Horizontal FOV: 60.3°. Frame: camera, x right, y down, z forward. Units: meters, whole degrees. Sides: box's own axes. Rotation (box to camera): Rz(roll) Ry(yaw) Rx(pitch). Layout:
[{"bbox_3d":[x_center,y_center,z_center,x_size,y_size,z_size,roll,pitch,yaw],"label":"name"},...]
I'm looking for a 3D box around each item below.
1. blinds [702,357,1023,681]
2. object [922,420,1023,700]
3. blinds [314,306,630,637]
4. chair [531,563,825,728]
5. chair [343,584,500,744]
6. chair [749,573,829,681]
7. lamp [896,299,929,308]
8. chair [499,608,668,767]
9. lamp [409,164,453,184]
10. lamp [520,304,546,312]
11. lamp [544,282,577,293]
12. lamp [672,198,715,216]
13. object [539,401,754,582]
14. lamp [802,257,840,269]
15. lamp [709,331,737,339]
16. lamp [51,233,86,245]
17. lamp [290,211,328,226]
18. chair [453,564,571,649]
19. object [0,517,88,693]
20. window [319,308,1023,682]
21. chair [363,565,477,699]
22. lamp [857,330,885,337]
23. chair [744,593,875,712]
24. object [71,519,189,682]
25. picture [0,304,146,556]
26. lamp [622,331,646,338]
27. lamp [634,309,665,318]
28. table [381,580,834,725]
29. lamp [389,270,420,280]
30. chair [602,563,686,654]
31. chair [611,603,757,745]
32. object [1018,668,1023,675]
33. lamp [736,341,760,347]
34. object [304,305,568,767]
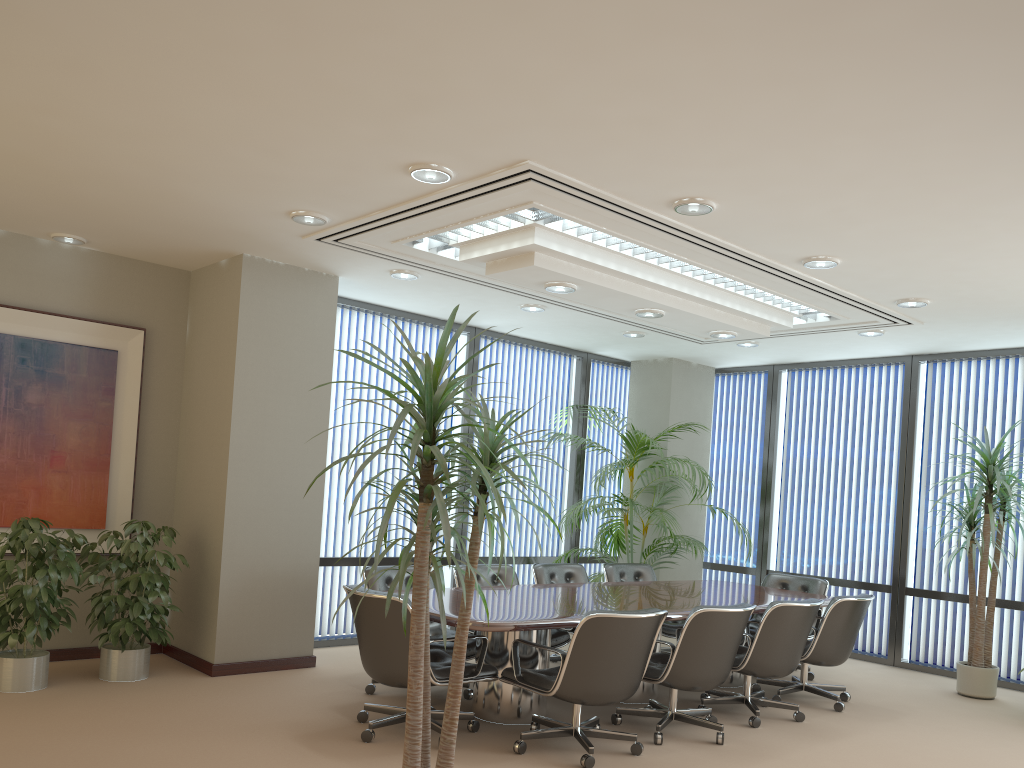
[{"bbox_3d":[3.659,1.255,8.917,0.051,2.898,4.929,4,-4,-42],"label":"blinds"},{"bbox_3d":[3.965,1.467,7.364,1.015,2.307,1.037,3,-2,23],"label":"object"},{"bbox_3d":[-0.081,1.033,9.123,4.924,2.899,0.031,9,-4,-42],"label":"blinds"},{"bbox_3d":[1.151,1.938,6.818,0.763,0.854,2.527,7,-7,-42],"label":"chair"},{"bbox_3d":[-0.571,1.630,5.195,0.857,0.856,0.758,7,-5,-42],"label":"chair"},{"bbox_3d":[2.363,2.143,7.861,0.857,0.856,0.758,7,-5,-42],"label":"chair"},{"bbox_3d":[2.941,-0.588,6.478,0.225,0.035,0.226,6,-7,-18],"label":"lamp"},{"bbox_3d":[0.404,1.679,5.070,0.757,0.856,0.857,6,-5,-38],"label":"chair"},{"bbox_3d":[-0.408,-1.054,4.444,0.226,0.035,0.225,9,-9,-38],"label":"lamp"},{"bbox_3d":[0.178,-0.643,7.542,0.225,0.035,0.226,6,-7,-18],"label":"lamp"},{"bbox_3d":[0.324,-0.640,5.921,0.226,0.035,0.226,7,-7,-24],"label":"lamp"},{"bbox_3d":[0.965,-0.934,4.683,0.225,0.035,0.227,-1,-8,37],"label":"lamp"},{"bbox_3d":[1.242,1.405,9.125,2.173,2.471,2.092,5,-4,-21],"label":"object"},{"bbox_3d":[1.953,-0.761,5.580,0.225,0.035,0.226,6,-7,-18],"label":"lamp"},{"bbox_3d":[1.721,-0.396,7.190,0.225,0.035,0.226,6,-7,-18],"label":"lamp"},{"bbox_3d":[-3.133,-1.018,6.232,0.226,0.035,0.225,8,-8,-31],"label":"lamp"},{"bbox_3d":[-1.233,-0.998,5.356,0.226,0.035,0.226,7,-7,-24],"label":"lamp"},{"bbox_3d":[-0.038,1.866,6.869,0.763,0.856,0.852,7,-5,-42],"label":"chair"},{"bbox_3d":[-3.100,1.404,5.675,0.796,1.090,0.741,2,-3,30],"label":"object"},{"bbox_3d":[1.818,1.157,9.048,7.368,2.904,3.553,3,-4,3],"label":"window"},{"bbox_3d":[-0.639,1.754,6.269,0.851,0.856,0.763,0,-5,43],"label":"chair"},{"bbox_3d":[3.110,-0.438,7.640,0.225,0.035,0.227,-1,-8,37],"label":"lamp"},{"bbox_3d":[2.294,2.009,6.781,0.851,0.856,0.739,0,-5,43],"label":"chair"},{"bbox_3d":[-2.675,1.489,6.149,0.737,1.090,0.800,4,-3,-10],"label":"object"},{"bbox_3d":[-3.354,0.361,6.330,1.303,1.741,0.058,6,-2,-42],"label":"picture"},{"bbox_3d":[1.166,-0.470,8.440,0.225,0.035,0.226,6,-7,-18],"label":"lamp"},{"bbox_3d":[1.023,-0.518,6.556,0.225,0.035,0.226,6,-7,-18],"label":"lamp"},{"bbox_3d":[0.862,1.940,6.543,4.094,0.746,1.507,10,-8,-42],"label":"table"},{"bbox_3d":[-0.810,-0.816,6.645,0.226,0.035,0.226,7,-7,-24],"label":"lamp"},{"bbox_3d":[1.245,2.084,7.976,0.763,0.856,0.852,6,-5,-37],"label":"chair"},{"bbox_3d":[1.085,1.791,5.628,0.763,0.856,0.852,7,-5,-42],"label":"chair"},{"bbox_3d":[4.313,1.958,6.484,0.977,1.309,0.861,3,-3,19],"label":"object"},{"bbox_3d":[2.285,-0.382,8.552,0.226,0.035,0.225,8,-8,-31],"label":"lamp"},{"bbox_3d":[-0.255,0.696,2.917,0.804,1.827,0.821,3,-2,23],"label":"object"}]
